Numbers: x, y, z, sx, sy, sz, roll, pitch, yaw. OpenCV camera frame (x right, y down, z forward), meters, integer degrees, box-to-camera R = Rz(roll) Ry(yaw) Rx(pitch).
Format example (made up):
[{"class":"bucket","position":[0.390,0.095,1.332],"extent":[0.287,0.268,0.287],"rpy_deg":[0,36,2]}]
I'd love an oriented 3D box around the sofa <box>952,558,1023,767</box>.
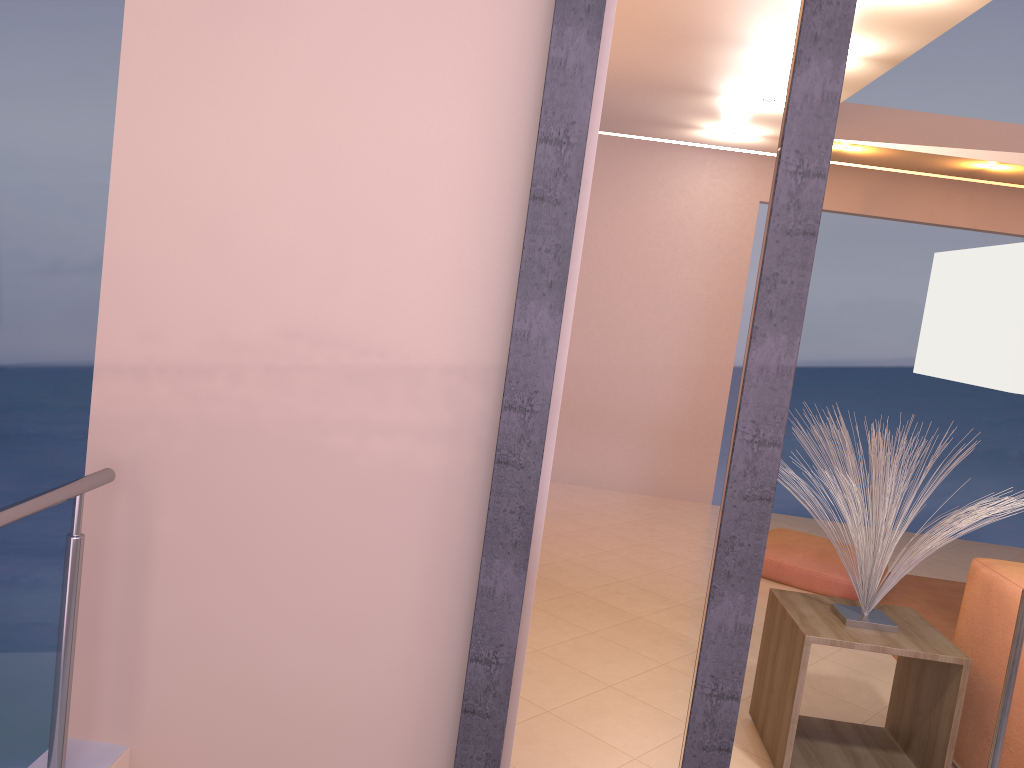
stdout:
[{"class":"sofa","position":[2.769,1.099,2.409],"extent":[2.781,0.672,0.943],"rpy_deg":[8,6,2]}]

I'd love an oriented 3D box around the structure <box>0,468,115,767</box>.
[{"class":"structure","position":[1.239,0.770,0.696],"extent":[4.176,0.541,1.663],"rpy_deg":[8,6,2]}]

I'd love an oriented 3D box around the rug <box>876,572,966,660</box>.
[{"class":"rug","position":[2.927,1.279,4.157],"extent":[2.626,0.005,1.833],"rpy_deg":[8,6,2]}]

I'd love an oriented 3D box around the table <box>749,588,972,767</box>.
[{"class":"table","position":[1.043,0.938,2.728],"extent":[0.469,0.436,0.415],"rpy_deg":[8,6,2]}]

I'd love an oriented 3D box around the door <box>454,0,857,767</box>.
[{"class":"door","position":[0.217,0.096,1.532],"extent":[0.480,2.160,0.056],"rpy_deg":[8,6,2]}]

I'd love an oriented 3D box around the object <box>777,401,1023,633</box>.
[{"class":"object","position":[1.108,0.418,2.589],"extent":[0.700,0.634,0.703],"rpy_deg":[2,8,-42]}]

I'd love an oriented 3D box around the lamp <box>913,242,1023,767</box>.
[{"class":"lamp","position":[1.085,0.462,1.873],"extent":[0.454,1.578,0.454],"rpy_deg":[8,6,2]}]

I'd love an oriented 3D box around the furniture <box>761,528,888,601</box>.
[{"class":"furniture","position":[1.636,0.960,4.793],"extent":[0.699,0.226,0.659],"rpy_deg":[11,7,31]}]
